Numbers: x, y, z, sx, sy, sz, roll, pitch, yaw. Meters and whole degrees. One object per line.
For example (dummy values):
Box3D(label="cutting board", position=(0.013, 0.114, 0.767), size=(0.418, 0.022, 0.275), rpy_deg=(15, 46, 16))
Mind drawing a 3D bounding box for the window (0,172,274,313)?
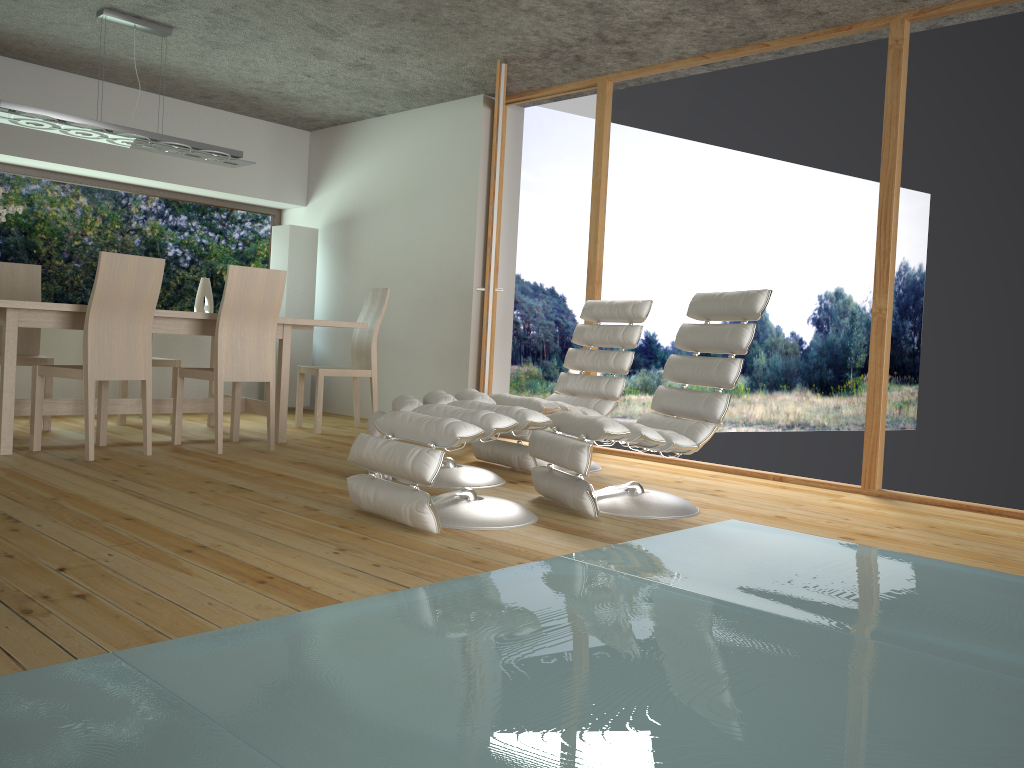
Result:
Box3D(label="window", position=(-3.641, -1.065, 6.622), size=(0.012, 0.978, 4.185), rpy_deg=(4, 3, 43))

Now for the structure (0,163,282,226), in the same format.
Box3D(label="structure", position=(-3.691, -1.020, 6.260), size=(0.526, 1.153, 4.873), rpy_deg=(4, 3, 43))

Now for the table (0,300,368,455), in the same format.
Box3D(label="table", position=(-2.249, -0.060, 5.198), size=(2.499, 0.755, 1.202), rpy_deg=(1, 3, -44))

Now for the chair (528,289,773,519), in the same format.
Box3D(label="chair", position=(0.588, 0.050, 3.867), size=(0.913, 0.968, 0.570), rpy_deg=(2, 2, -22))

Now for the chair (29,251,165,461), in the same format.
Box3D(label="chair", position=(-2.116, -0.152, 4.550), size=(0.506, 1.016, 0.404), rpy_deg=(4, 2, 32))

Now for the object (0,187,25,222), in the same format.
Box3D(label="object", position=(-2.757, -0.746, 4.654), size=(0.304, 0.607, 0.302), rpy_deg=(2, 2, -43))

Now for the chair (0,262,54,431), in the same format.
Box3D(label="chair", position=(-3.072, -0.246, 5.438), size=(0.404, 1.016, 0.507), rpy_deg=(2, 2, -36))

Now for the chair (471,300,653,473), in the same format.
Box3D(label="chair", position=(0.279, -0.021, 5.020), size=(0.913, 0.968, 0.570), rpy_deg=(2, 2, -37))

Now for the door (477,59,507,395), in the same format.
Box3D(label="door", position=(-0.140, -0.831, 5.989), size=(0.163, 2.416, 0.935), rpy_deg=(3, 1, -2))

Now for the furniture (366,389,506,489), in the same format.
Box3D(label="furniture", position=(-0.358, 0.243, 4.311), size=(0.686, 0.439, 0.570), rpy_deg=(3, 2, -11))

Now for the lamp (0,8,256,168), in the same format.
Box3D(label="lamp", position=(-2.228, -1.773, 5.204), size=(0.290, 0.719, 1.490), rpy_deg=(4, 3, 43))

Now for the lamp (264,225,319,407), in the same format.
Box3D(label="lamp", position=(-1.866, -0.570, 7.485), size=(0.280, 1.499, 0.280), rpy_deg=(4, 1, 43))

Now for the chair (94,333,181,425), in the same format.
Box3D(label="chair", position=(-2.603, -0.254, 6.139), size=(0.507, 1.016, 0.404), rpy_deg=(4, 2, 42))

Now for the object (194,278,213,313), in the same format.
Box3D(label="object", position=(-2.556, -0.687, 7.364), size=(0.153, 0.384, 0.153), rpy_deg=(4, 2, 40))

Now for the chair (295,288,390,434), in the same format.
Box3D(label="chair", position=(-1.188, -0.182, 6.233), size=(0.506, 1.016, 0.405), rpy_deg=(2, 2, -33))

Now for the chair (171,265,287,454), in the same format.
Box3D(label="chair", position=(-1.593, -0.146, 5.019), size=(0.507, 1.016, 0.404), rpy_deg=(4, 2, 43))

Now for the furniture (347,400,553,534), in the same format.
Box3D(label="furniture", position=(-0.211, 0.293, 3.432), size=(0.685, 0.439, 0.570), rpy_deg=(1, 3, -40))
